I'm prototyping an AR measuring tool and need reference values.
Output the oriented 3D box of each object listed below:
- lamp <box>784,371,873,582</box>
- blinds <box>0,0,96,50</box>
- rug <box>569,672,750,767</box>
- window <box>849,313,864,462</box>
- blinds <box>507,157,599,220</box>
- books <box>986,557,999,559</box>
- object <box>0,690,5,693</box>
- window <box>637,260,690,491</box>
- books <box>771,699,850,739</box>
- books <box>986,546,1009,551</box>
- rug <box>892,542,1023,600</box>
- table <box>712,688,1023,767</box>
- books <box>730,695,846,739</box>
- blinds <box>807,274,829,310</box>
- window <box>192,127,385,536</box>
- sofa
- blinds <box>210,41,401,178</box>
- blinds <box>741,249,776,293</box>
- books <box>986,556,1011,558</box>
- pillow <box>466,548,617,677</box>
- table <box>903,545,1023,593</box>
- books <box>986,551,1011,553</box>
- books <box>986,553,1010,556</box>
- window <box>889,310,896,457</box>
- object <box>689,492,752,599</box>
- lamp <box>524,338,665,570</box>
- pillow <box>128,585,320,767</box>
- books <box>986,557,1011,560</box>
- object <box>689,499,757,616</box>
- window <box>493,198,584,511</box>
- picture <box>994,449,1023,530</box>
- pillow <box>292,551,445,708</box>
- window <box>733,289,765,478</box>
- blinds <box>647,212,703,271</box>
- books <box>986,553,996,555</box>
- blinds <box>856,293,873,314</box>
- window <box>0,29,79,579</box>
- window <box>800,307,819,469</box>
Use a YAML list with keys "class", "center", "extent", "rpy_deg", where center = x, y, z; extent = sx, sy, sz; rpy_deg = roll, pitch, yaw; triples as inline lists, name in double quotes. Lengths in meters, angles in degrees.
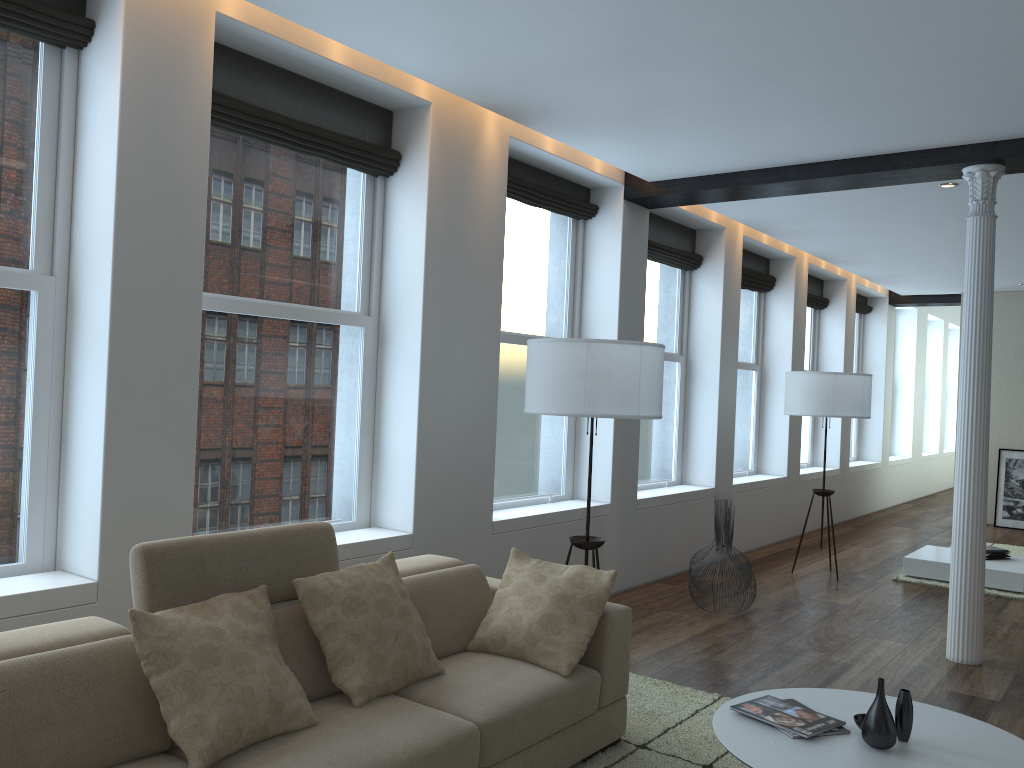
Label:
- class: "lamp"
  center: [2.653, 0.771, 7.535]
  extent: [0.698, 1.728, 0.698]
  rpy_deg: [3, 0, -29]
- class: "blinds"
  center: [-2.138, -1.471, 2.979]
  extent: [0.156, 0.275, 1.442]
  rpy_deg: [2, 0, 37]
- class: "rug"
  center: [0.325, 1.497, 2.218]
  extent: [2.972, 0.020, 4.231]
  rpy_deg: [2, 0, 37]
- class: "window"
  center: [4.494, -0.058, 12.024]
  extent: [0.123, 2.400, 1.563]
  rpy_deg: [2, 0, 37]
- class: "blinds"
  center: [0.170, -1.354, 6.071]
  extent: [0.156, 0.275, 1.396]
  rpy_deg: [2, 0, 37]
- class: "books"
  center: [4.141, 1.499, 7.772]
  extent: [0.300, 0.010, 0.220]
  rpy_deg: [3, 0, -33]
- class: "object"
  center: [-1.568, 0.895, 1.416]
  extent: [1.119, 1.014, 1.125]
  rpy_deg: [2, 0, 23]
- class: "window"
  center: [1.157, -0.228, 7.553]
  extent: [0.123, 2.400, 1.432]
  rpy_deg: [2, 0, 37]
- class: "books"
  center: [0.945, 1.121, 2.980]
  extent: [0.220, 0.010, 0.300]
  rpy_deg: [3, 0, -18]
- class: "books"
  center: [4.143, 1.442, 7.772]
  extent: [0.300, 0.010, 0.220]
  rpy_deg: [3, 0, -13]
- class: "rug"
  center: [5.803, 1.763, 7.425]
  extent: [4.231, 0.020, 2.972]
  rpy_deg: [2, 0, 37]
- class: "table"
  center: [1.148, 1.330, 2.802]
  extent: [1.022, 0.393, 1.022]
  rpy_deg: [3, 0, -9]
- class: "books"
  center: [0.921, 1.110, 2.972]
  extent: [0.220, 0.010, 0.300]
  rpy_deg: [3, 0, -38]
- class: "blinds"
  center: [3.451, -1.128, 10.469]
  extent: [0.156, 0.393, 1.442]
  rpy_deg: [2, 0, 37]
- class: "window"
  center: [-1.162, -0.346, 4.446]
  extent: [0.123, 2.400, 1.345]
  rpy_deg: [2, 0, 37]
- class: "sofa"
  center: [-0.657, 0.994, 2.994]
  extent: [1.018, 0.950, 2.581]
  rpy_deg: [2, 0, 37]
- class: "blinds"
  center: [-1.069, -1.358, 4.414]
  extent: [0.156, 0.393, 1.342]
  rpy_deg: [2, 0, 37]
- class: "blinds"
  center: [2.350, -1.177, 8.995]
  extent: [0.156, 0.424, 1.439]
  rpy_deg: [2, 0, 37]
- class: "books"
  center: [4.149, 1.490, 7.748]
  extent: [0.300, 0.010, 0.220]
  rpy_deg: [3, 0, -18]
- class: "pillow"
  center: [0.135, 0.924, 3.672]
  extent: [0.518, 0.393, 0.395]
  rpy_deg: [2, 0, 33]
- class: "table"
  center: [3.973, 1.591, 7.671]
  extent: [0.900, 0.170, 0.900]
  rpy_deg: [2, 0, 37]
- class: "books"
  center: [4.151, 1.451, 7.748]
  extent: [0.300, 0.010, 0.220]
  rpy_deg: [3, 0, -18]
- class: "books"
  center: [4.150, 1.470, 7.748]
  extent: [0.300, 0.010, 0.220]
  rpy_deg: [3, 0, -28]
- class: "window"
  center: [5.611, -0.001, 13.520]
  extent: [0.123, 2.400, 1.373]
  rpy_deg: [2, 0, 37]
- class: "object"
  center: [1.570, 1.196, 6.644]
  extent: [0.458, 0.781, 0.458]
  rpy_deg: [2, 0, 36]
- class: "lamp"
  center: [0.388, 0.655, 4.500]
  extent: [0.698, 1.728, 0.698]
  rpy_deg: [3, 0, -29]
- class: "pillow"
  center: [-0.872, 0.864, 2.698]
  extent: [0.368, 0.416, 0.519]
  rpy_deg: [2, 0, 32]
- class: "books"
  center: [4.148, 1.509, 7.748]
  extent: [0.300, 0.010, 0.220]
  rpy_deg: [3, 0, -18]
- class: "object"
  center: [1.465, 1.189, 6.140]
  extent: [0.458, 0.781, 0.458]
  rpy_deg: [2, 0, 36]
- class: "window"
  center: [0.074, -0.283, 6.102]
  extent: [0.123, 2.400, 1.391]
  rpy_deg: [2, 0, 37]
- class: "picture"
  center: [6.422, 1.324, 11.034]
  extent: [0.700, 0.988, 0.195]
  rpy_deg: [2, 0, 37]
- class: "pillow"
  center: [-0.509, 0.872, 3.206]
  extent: [0.301, 0.439, 0.534]
  rpy_deg: [2, 0, 33]
- class: "window"
  center: [2.255, -0.172, 9.025]
  extent: [0.123, 2.400, 1.442]
  rpy_deg: [2, 0, 37]
- class: "blinds"
  center: [1.263, -1.238, 7.513]
  extent: [0.183, 0.395, 1.431]
  rpy_deg: [2, 0, 37]
- class: "books"
  center: [4.142, 1.461, 7.772]
  extent: [0.300, 0.010, 0.220]
  rpy_deg: [3, 0, -38]
- class: "blinds"
  center: [4.591, -1.124, 11.994]
  extent: [0.156, 0.275, 1.563]
  rpy_deg: [2, 0, 37]
- class: "window"
  center: [-2.235, -0.400, 3.008]
  extent: [0.123, 2.400, 1.444]
  rpy_deg: [2, 0, 37]
- class: "window"
  center: [3.357, -0.116, 10.500]
  extent: [0.123, 2.400, 1.443]
  rpy_deg: [2, 0, 37]
